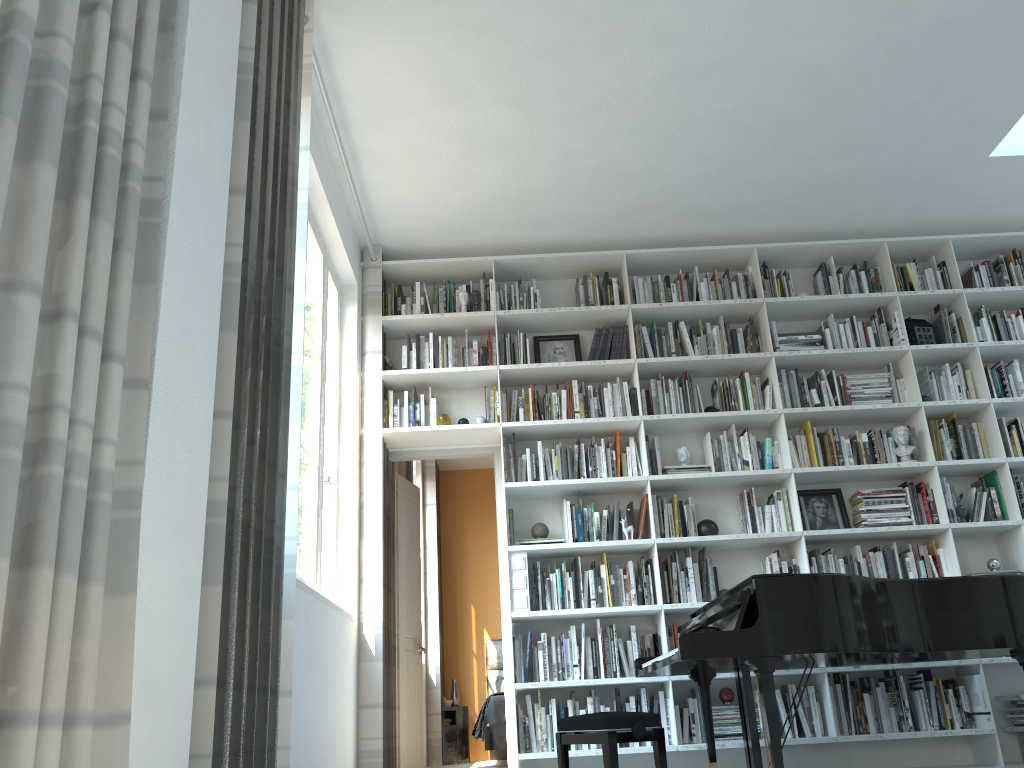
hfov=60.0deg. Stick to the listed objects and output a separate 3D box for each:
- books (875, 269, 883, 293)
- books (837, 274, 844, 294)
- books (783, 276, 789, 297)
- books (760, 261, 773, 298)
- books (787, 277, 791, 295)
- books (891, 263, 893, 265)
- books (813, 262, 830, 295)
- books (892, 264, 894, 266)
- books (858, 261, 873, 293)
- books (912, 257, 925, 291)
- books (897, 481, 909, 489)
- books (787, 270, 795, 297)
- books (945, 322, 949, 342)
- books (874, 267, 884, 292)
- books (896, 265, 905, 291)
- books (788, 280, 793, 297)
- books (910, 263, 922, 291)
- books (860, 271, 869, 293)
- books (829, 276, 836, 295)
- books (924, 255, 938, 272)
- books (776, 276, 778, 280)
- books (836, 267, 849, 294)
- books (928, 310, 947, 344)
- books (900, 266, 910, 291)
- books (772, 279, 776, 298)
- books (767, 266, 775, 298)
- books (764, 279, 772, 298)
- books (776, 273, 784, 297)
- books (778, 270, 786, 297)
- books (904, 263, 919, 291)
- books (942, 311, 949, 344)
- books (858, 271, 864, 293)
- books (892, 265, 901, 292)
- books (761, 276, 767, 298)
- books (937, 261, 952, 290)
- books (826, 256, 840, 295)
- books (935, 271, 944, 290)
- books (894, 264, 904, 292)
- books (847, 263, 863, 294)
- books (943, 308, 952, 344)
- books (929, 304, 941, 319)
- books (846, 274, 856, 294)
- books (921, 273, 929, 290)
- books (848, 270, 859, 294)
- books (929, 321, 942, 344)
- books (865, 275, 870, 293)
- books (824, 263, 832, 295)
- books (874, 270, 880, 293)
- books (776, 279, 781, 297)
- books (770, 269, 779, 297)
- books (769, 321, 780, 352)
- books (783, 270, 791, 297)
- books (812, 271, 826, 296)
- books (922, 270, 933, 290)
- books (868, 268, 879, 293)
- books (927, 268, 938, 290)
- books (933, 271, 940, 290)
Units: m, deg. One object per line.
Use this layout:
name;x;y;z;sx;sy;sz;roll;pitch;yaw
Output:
books;2.373;-0.611;5.789;0.014;0.238;0.153;-3;-21;-1
books;2.119;-0.588;5.774;0.050;0.210;0.173;-3;-21;-1
books;1.770;-0.573;5.773;0.016;0.218;0.144;-3;-21;-1
books;1.664;-0.621;5.804;0.014;0.339;0.145;-3;-21;-1
books;1.788;-0.582;5.795;0.013;0.248;0.148;-3;-21;-1
books;2.485;-0.634;5.800;0.007;0.278;0.151;-3;-21;-1
books;2.023;-0.622;5.784;0.014;0.291;0.176;-3;-21;-1
books;2.479;-0.629;5.786;0.006;0.258;0.166;-3;-21;-1
books;2.317;-0.638;5.806;0.012;0.307;0.138;-3;-21;-1
books;2.640;-0.655;5.794;0.010;0.296;0.168;-3;-21;-1
books;2.368;0.743;5.308;0.011;0.298;0.130;-3;-21;-1
books;1.810;-0.592;5.781;0.011;0.255;0.144;-3;-21;-1
books;2.743;-0.275;5.666;0.024;0.216;0.169;-3;-21;-1
books;2.391;-0.618;5.799;0.022;0.256;0.137;-3;-21;-1
books;2.526;-0.629;5.796;0.008;0.261;0.142;-3;-21;-1
books;1.801;-0.557;5.775;0.010;0.186;0.153;-3;-21;-1
books;2.621;-0.637;5.806;0.030;0.273;0.152;-3;-21;-1
books;2.262;-0.597;5.757;0.023;0.201;0.194;-3;-21;-1
books;2.069;-0.578;5.789;0.031;0.207;0.147;-3;-21;-1
books;2.775;-0.667;5.824;0.012;0.328;0.129;-3;-21;-1
books;1.732;-0.569;5.797;0.006;0.232;0.136;-3;-21;-1
books;2.156;-0.611;5.801;0.028;0.269;0.140;-3;-21;-1
books;2.712;-0.310;5.649;0.021;0.271;0.191;-3;-21;-1
books;2.538;-0.622;5.775;0.015;0.233;0.171;-3;-21;-1
books;1.690;-0.557;5.786;0.011;0.204;0.146;-3;-21;-1
books;1.678;-0.603;5.791;0.010;0.295;0.153;-3;-21;-1
books;1.648;-0.557;5.765;0.026;0.193;0.167;-3;-21;-1
books;1.742;-0.582;5.788;0.014;0.247;0.140;-3;-21;-1
books;1.754;-0.592;5.785;0.013;0.263;0.147;-3;-21;-1
books;2.579;-0.633;5.782;0.054;0.253;0.191;-3;-21;-1
books;2.728;-0.306;5.661;0.022;0.270;0.182;-3;-21;-1
books;2.244;-0.597;5.776;0.012;0.216;0.180;-3;-21;-1
books;2.473;-0.624;5.768;0.007;0.238;0.192;-3;-21;-1
books;1.623;-0.566;5.782;0.023;0.227;0.157;-3;-21;-1
books;2.797;-0.644;5.781;0.029;0.252;0.187;-3;-21;-1
books;2.086;-0.644;5.789;0.010;0.330;0.187;-3;-21;-1
books;2.761;-0.610;5.784;0.022;0.193;0.182;-3;-21;-1
books;2.505;-0.630;5.788;0.034;0.260;0.158;-3;-21;-1
books;2.231;-0.625;5.775;0.010;0.269;0.180;-3;-21;-1
books;2.752;-0.317;5.659;0.021;0.287;0.180;-3;-21;-1
books;2.735;-0.332;5.687;0.025;0.338;0.143;-3;-21;-1
books;2.188;-0.588;5.772;0.033;0.202;0.167;-3;-21;-1
books;2.659;-0.602;5.771;0.022;0.179;0.173;-3;-21;-1
books;2.216;-0.603;5.783;0.023;0.235;0.154;-3;-21;-1
books;2.706;-0.271;5.669;0.019;0.213;0.156;-3;-21;-1
books;2.307;-0.587;5.794;0.014;0.203;0.135;-3;-21;-1
books;2.046;-0.622;5.792;0.011;0.295;0.158;-3;-21;-1
books;2.359;-0.609;5.798;0.014;0.243;0.145;-3;-21;-1
books;1.718;-0.559;5.772;0.023;0.195;0.173;-3;-21;-1
books;1.700;-0.594;5.772;0.011;0.264;0.164;-3;-21;-1
books;1.654;-0.245;5.633;0.021;0.248;0.192;-3;-21;-1
books;1.779;-0.591;5.778;0.005;0.254;0.168;-3;-21;-1
books;2.012;-0.593;5.792;0.012;0.244;0.151;-3;-21;-1
books;2.682;-0.613;5.776;0.024;0.201;0.181;-3;-21;-1
books;2.338;-0.612;5.788;0.028;0.243;0.161;-3;-21;-1
books;2.709;-0.621;5.775;0.031;0.212;0.170;-3;-21;-1
books;2.737;-0.610;5.793;0.025;0.203;0.163;-3;-21;-1
